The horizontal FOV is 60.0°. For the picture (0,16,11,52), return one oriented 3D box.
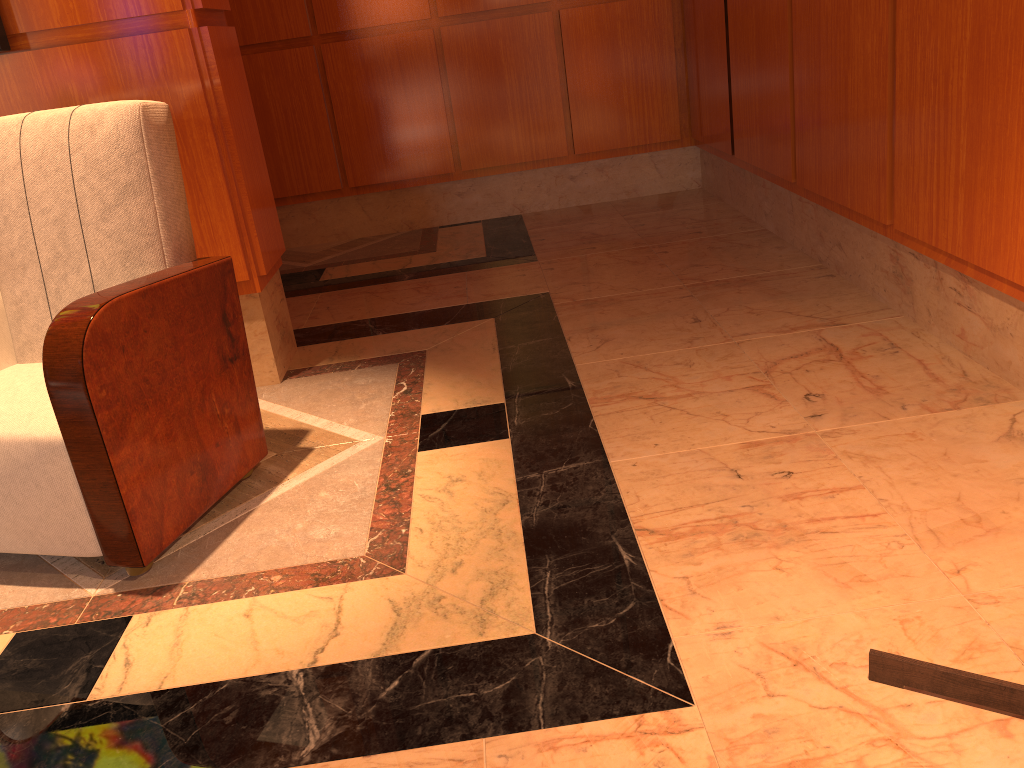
[{"bbox_3d":[-2.519,-1.583,2.176,1.996,1.714,0.057,-8,20,-1],"label":"picture"}]

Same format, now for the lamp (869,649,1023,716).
[{"bbox_3d":[0.567,-0.268,0.932,0.527,1.640,0.364,-12,21,-10],"label":"lamp"}]

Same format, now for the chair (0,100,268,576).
[{"bbox_3d":[-1.107,-0.133,2.101,0.737,0.948,0.637,-1,22,17],"label":"chair"}]
